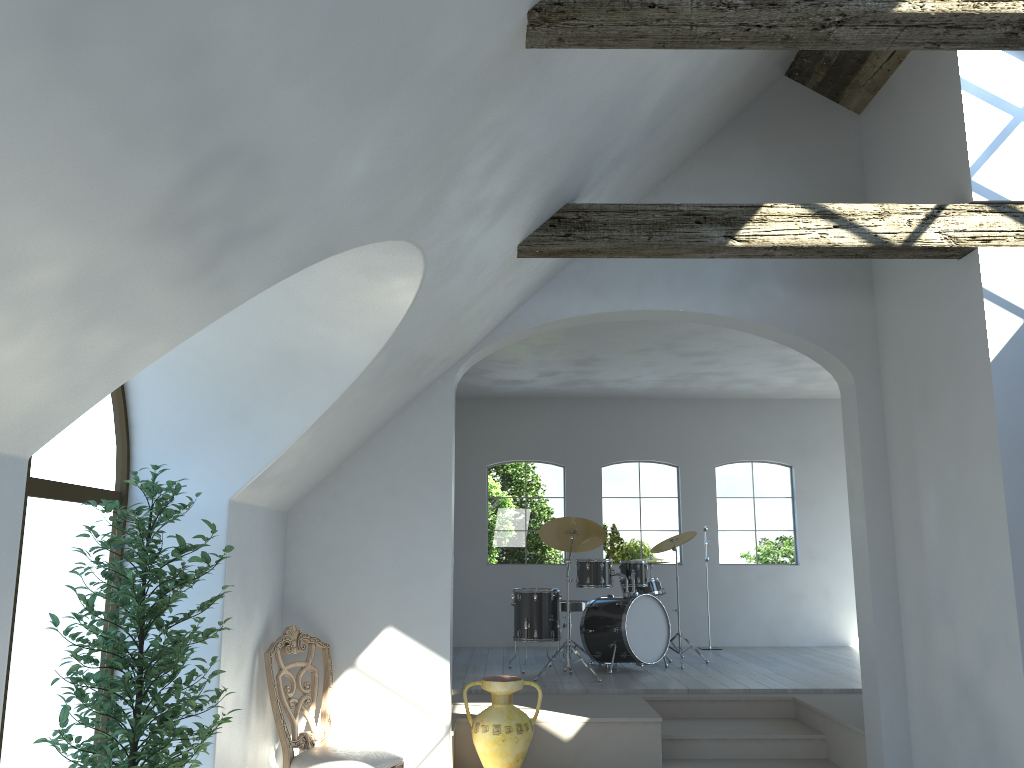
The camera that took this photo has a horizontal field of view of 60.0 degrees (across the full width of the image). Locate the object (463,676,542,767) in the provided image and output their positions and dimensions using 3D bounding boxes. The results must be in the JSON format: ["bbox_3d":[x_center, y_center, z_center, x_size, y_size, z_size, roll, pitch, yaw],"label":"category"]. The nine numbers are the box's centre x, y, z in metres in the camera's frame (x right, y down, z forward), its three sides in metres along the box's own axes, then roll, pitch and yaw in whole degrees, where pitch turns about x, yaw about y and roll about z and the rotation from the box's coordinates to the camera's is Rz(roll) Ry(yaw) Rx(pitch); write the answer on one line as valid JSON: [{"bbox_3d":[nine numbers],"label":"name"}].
[{"bbox_3d":[-0.063,2.215,5.719,0.402,0.605,0.396,10,-15,-43],"label":"object"}]

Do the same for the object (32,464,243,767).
[{"bbox_3d":[-1.490,1.282,3.552,0.718,1.920,0.737,-4,-12,18],"label":"object"}]

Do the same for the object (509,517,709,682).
[{"bbox_3d":[0.798,2.029,8.633,1.465,1.383,2.354,-10,-15,43],"label":"object"}]

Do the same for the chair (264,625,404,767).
[{"bbox_3d":[-0.985,1.934,4.873,0.655,1.159,0.552,-5,-12,24],"label":"chair"}]

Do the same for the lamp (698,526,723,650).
[{"bbox_3d":[2.248,2.329,10.204,0.232,1.383,0.238,0,-11,0],"label":"lamp"}]
